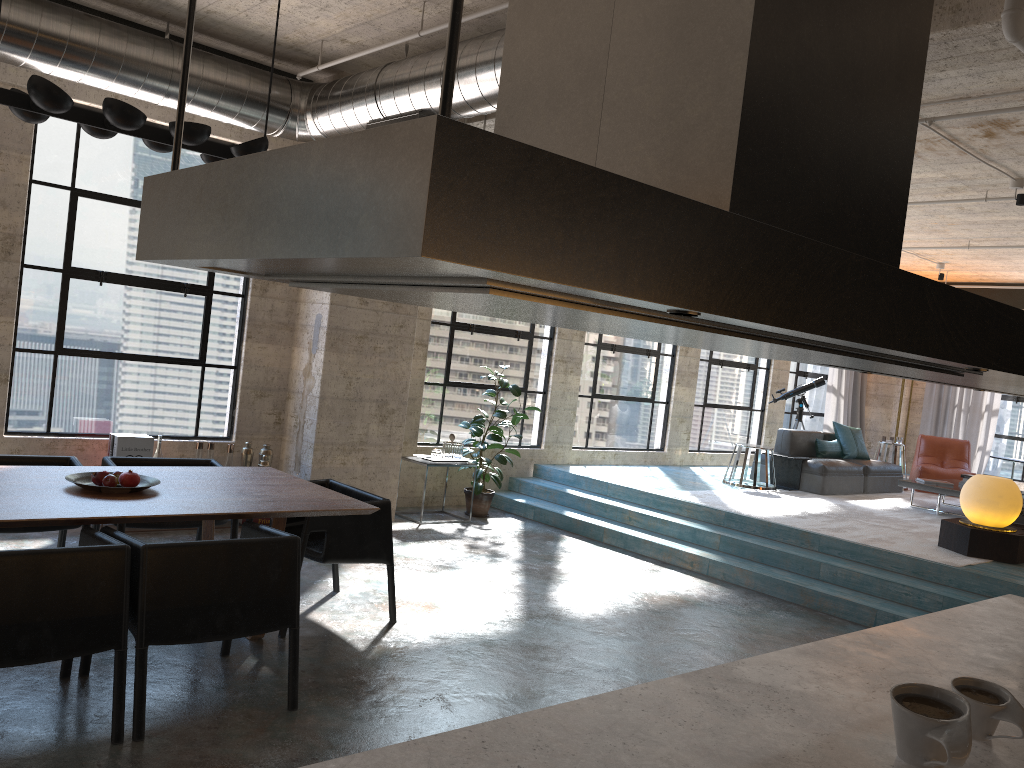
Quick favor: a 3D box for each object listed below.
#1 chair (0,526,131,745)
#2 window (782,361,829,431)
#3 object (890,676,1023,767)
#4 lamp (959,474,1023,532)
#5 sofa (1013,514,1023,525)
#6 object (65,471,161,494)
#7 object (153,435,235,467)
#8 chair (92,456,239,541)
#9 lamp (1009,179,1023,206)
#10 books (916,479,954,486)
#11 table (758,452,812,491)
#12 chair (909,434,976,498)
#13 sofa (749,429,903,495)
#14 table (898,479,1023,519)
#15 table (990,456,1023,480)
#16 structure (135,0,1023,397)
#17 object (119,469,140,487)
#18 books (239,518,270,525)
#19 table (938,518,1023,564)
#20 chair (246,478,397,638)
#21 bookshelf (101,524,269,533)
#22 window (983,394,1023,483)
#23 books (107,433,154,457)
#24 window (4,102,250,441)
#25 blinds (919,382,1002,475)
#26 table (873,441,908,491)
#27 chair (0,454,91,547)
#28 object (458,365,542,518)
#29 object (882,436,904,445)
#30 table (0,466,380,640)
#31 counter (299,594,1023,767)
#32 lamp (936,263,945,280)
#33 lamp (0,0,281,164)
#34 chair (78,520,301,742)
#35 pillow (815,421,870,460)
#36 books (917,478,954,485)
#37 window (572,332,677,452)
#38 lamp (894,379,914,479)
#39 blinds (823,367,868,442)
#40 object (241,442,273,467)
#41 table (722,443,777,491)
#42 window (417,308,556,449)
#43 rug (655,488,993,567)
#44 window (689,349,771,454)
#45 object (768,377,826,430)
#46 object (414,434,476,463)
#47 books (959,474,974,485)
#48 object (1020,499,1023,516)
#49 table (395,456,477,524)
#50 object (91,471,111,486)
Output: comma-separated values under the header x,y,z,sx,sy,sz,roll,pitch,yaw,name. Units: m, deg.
x,y,z,sx,sy,sz,roll,pitch,yaw,name
-1.948,0.948,3.431,0.707,0.738,0.754,5,2,-42,chair
4.826,-0.129,14.064,1.780,2.530,0.081,5,2,-42,window
0.896,0.680,1.779,0.437,0.133,0.188,5,2,-41,object
3.988,0.980,7.389,0.462,0.417,0.462,6,2,-13,lamp
5.437,1.214,8.436,2.063,0.680,1.019,5,2,-41,sofa
-1.984,0.482,4.417,0.435,0.079,0.435,7,2,-5,object
-2.517,0.600,7.092,0.703,0.365,0.199,6,2,-30,object
-2.154,0.858,5.507,0.707,0.738,0.754,5,2,-37,chair
4.356,-1.646,7.637,0.141,0.215,0.107,8,2,31,lamp
4.775,1.109,10.027,0.318,0.011,0.252,7,2,3,books
3.262,1.046,10.595,0.413,0.390,0.420,5,2,-42,table
5.957,1.125,12.216,0.801,0.759,0.920,7,2,18,chair
4.060,0.962,11.276,2.063,0.680,1.019,5,2,-41,sofa
5.145,1.315,10.053,1.500,0.309,0.900,5,2,-42,table
7.782,1.435,12.513,0.715,0.530,2.004,5,2,-43,table
1.048,-1.040,1.767,3.117,2.100,0.538,5,2,-42,structure
-1.972,0.469,4.438,0.219,0.097,0.100,7,2,2,object
-2.098,1.026,7.468,0.393,0.263,0.274,6,2,-32,books
4.081,1.313,7.512,1.044,0.230,0.616,5,2,-42,table
-1.144,0.984,5.243,0.754,0.738,0.707,5,2,-42,chair
-2.502,0.960,7.131,1.600,0.347,0.350,5,2,-42,bookshelf
7.601,0.197,14.012,0.081,2.530,1.780,5,2,-42,window
-2.906,0.568,6.731,0.277,0.362,0.191,5,2,-42,books
-2.972,-0.818,7.126,1.780,2.530,0.081,5,2,-42,window
7.085,0.084,14.065,0.404,2.986,1.187,5,2,-41,blinds
5.131,1.104,12.071,0.549,0.603,0.549,8,2,28,table
-2.817,0.797,4.984,0.707,0.738,0.754,5,2,-37,chair
-0.213,0.573,8.951,0.886,1.552,0.514,8,2,35,object
5.158,0.757,12.014,0.287,0.096,0.206,7,2,-1,object
-2.068,0.893,4.426,2.410,0.756,1.299,5,2,-42,table
0.955,0.773,1.911,3.500,0.046,1.000,5,2,-42,counter
6.110,-1.596,12.636,0.143,0.223,0.107,6,2,-19,lamp
-1.751,-1.839,4.353,1.813,1.327,0.583,5,2,-42,lamp
-1.396,0.997,3.911,0.707,0.738,0.754,5,2,-42,chair
4.200,0.720,11.341,1.042,0.466,0.349,6,2,-31,pillow
4.783,1.099,10.021,0.318,0.011,0.252,7,2,8,books
1.480,-0.425,11.087,1.780,2.530,0.081,5,2,-42,window
6.183,0.556,14.073,0.619,1.822,0.619,5,2,-42,lamp
5.485,-0.116,14.218,1.131,2.985,0.384,5,2,-41,blinds
-2.054,0.659,7.445,0.415,0.333,0.248,6,2,-6,object
2.796,0.952,10.344,0.620,0.472,0.620,5,2,-39,table
-0.193,-0.573,9.598,1.780,2.530,0.081,5,2,-42,window
5.269,1.473,10.333,7.768,0.032,2.954,5,2,-42,rug
3.153,-0.277,12.575,1.780,2.530,0.081,5,2,-42,window
4.006,0.559,12.594,0.595,1.406,0.617,5,2,-40,object
-0.636,0.614,8.537,0.546,0.253,0.327,5,2,-42,object
5.326,1.116,10.214,0.279,0.116,0.322,8,2,33,books
4.664,1.134,8.081,0.433,0.185,0.429,8,3,44,object
-0.738,1.013,8.545,0.600,0.563,0.450,5,2,-42,table
-2.037,0.468,4.406,0.110,0.082,0.088,7,2,-2,object
